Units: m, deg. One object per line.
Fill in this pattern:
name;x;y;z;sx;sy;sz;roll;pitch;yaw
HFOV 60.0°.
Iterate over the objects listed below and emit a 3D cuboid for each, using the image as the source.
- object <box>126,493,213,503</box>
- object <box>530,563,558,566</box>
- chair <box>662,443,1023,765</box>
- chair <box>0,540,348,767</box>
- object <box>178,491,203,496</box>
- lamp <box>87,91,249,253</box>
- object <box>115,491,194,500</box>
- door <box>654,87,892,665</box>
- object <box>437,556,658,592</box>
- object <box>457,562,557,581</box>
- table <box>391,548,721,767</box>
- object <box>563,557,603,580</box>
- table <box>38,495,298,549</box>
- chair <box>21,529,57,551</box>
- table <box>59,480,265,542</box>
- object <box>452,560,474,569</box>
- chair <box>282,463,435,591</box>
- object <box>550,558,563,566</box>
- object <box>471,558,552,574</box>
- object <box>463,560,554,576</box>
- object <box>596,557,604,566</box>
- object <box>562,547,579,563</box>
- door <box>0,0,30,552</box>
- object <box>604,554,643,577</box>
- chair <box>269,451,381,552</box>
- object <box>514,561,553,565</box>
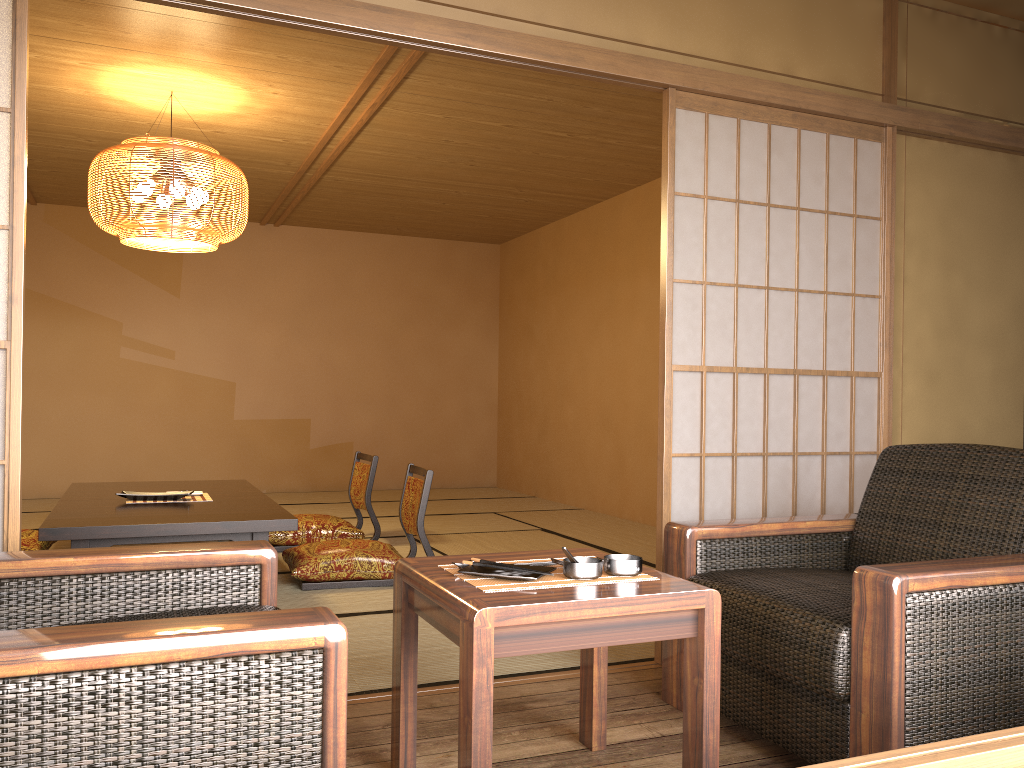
object;-1.763;0.584;4.556;0.401;0.003;0.398;1;-1;-23
object;0.098;0.412;2.039;0.230;0.007;0.006;2;-1;-34
chair;1.014;0.552;2.392;0.944;0.779;0.872;1;-1;-23
chair;-0.824;0.508;1.613;0.944;0.779;0.872;1;-1;-23
object;-1.726;0.579;4.674;0.180;0.014;0.130;1;-1;-21
lamp;-1.812;-1.148;4.712;0.798;0.826;0.798;1;-1;1
object;-1.790;0.561;4.454;0.349;0.039;0.129;1;-1;-10
door;0.961;-0.016;3.180;0.992;1.934;0.040;1;0;-23
object;0.073;0.414;1.952;0.401;0.003;0.300;1;-1;-23
object;-0.010;0.403;1.897;0.181;0.015;0.131;0;-1;22
table;0.071;0.665;1.952;0.540;0.500;0.540;1;-1;-23
object;0.151;0.394;1.895;0.084;0.037;0.084;1;-1;-31
table;-1.579;0.757;4.096;0.995;0.356;0.995;1;-1;-23
chair;-2.735;0.654;4.522;0.687;0.546;0.582;1;-1;-19
table;-1.969;0.770;5.011;0.995;0.356;0.995;1;-1;-23
object;-0.108;0.401;1.962;0.050;0.018;0.015;2;-1;-36
chair;-0.758;0.680;4.370;0.687;0.546;0.582;1;-1;-19
object;0.140;0.402;2.014;0.130;0.026;0.038;2;-1;-39
object;-0.003;0.393;1.913;0.230;0.007;0.006;0;-1;41
object;-0.010;0.392;1.891;0.230;0.007;0.006;0;-1;33
object;0.217;0.408;2.029;0.050;0.018;0.015;0;-1;19
object;0.138;0.371;1.873;0.038;0.068;0.117;1;-1;32
door;-1.696;-0.079;2.054;0.992;1.934;0.040;1;0;-23
object;0.243;0.397;1.936;0.084;0.037;0.084;1;-1;5
chair;-1.189;0.695;5.368;0.699;0.546;0.582;1;-1;-24
object;0.063;0.412;2.042;0.230;0.007;0.006;1;-1;-27
